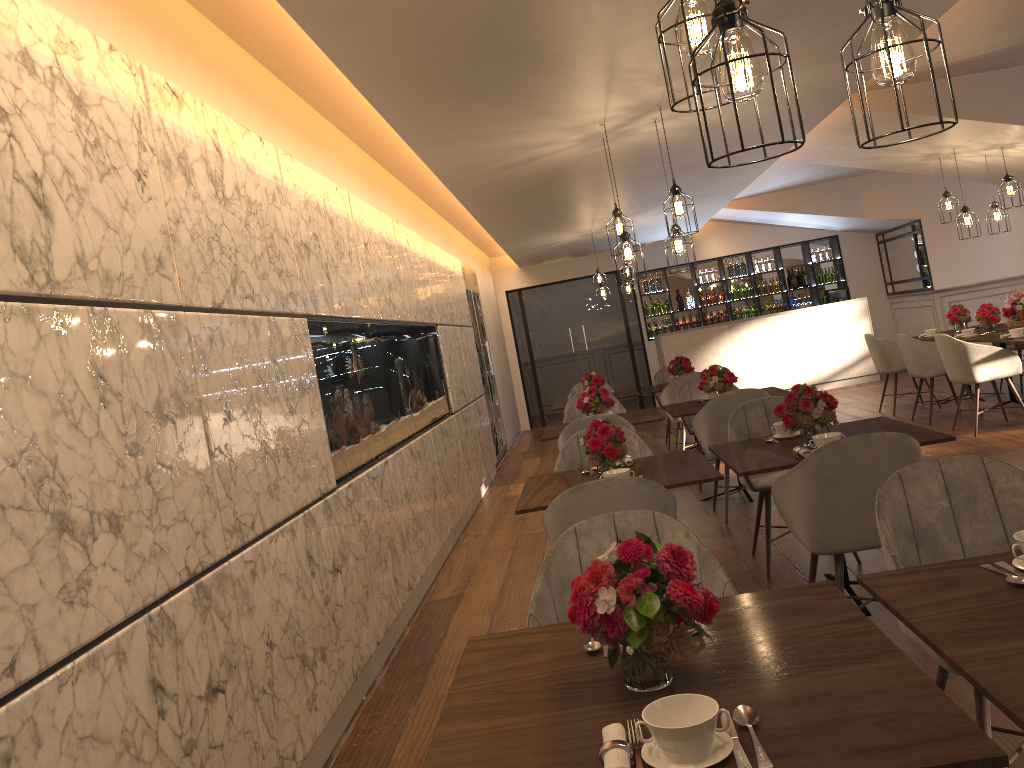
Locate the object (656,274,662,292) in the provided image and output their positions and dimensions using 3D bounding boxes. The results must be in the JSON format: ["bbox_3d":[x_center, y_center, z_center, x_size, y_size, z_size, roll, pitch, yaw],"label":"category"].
[{"bbox_3d":[2.408,-1.675,14.567,0.075,0.310,0.074,-10,-1,-39],"label":"object"}]

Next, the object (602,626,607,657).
[{"bbox_3d":[0.215,0.581,2.011,0.022,0.004,0.211,-10,2,5],"label":"object"}]

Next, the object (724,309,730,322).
[{"bbox_3d":[3.519,-1.105,14.513,0.065,0.262,0.065,-10,-1,-17],"label":"object"}]

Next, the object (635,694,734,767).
[{"bbox_3d":[0.276,0.560,1.422,0.148,0.072,0.148,-11,2,-18],"label":"object"}]

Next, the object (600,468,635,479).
[{"bbox_3d":[0.465,0.419,3.895,0.148,0.072,0.148,-11,2,-18],"label":"object"}]

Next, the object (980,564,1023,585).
[{"bbox_3d":[1.081,0.419,1.952,0.043,0.015,0.197,-10,2,1],"label":"object"}]

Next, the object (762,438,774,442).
[{"bbox_3d":[1.270,0.278,4.424,0.043,0.015,0.197,-10,2,1],"label":"object"}]

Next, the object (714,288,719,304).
[{"bbox_3d":[3.345,-1.443,14.527,0.065,0.262,0.065,-10,-1,-17],"label":"object"}]

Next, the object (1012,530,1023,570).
[{"bbox_3d":[1.188,0.369,1.964,0.148,0.072,0.148,-11,2,-18],"label":"object"}]

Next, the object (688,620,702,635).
[{"bbox_3d":[0.402,0.528,2.024,0.056,0.039,0.176,-10,2,5],"label":"object"}]

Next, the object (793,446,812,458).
[{"bbox_3d":[1.257,0.294,3.834,0.056,0.039,0.176,-10,2,5],"label":"object"}]

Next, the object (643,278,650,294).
[{"bbox_3d":[2.204,-1.638,14.583,0.075,0.310,0.075,-11,-1,30],"label":"object"}]

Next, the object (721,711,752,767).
[{"bbox_3d":[0.361,0.579,1.442,0.022,0.004,0.211,-10,2,5],"label":"object"}]

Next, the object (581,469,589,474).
[{"bbox_3d":[0.369,0.441,4.493,0.043,0.015,0.197,-10,2,1],"label":"object"}]

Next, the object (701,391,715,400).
[{"bbox_3d":[1.573,0.083,7.002,0.149,0.072,0.147,-12,2,-43],"label":"object"}]

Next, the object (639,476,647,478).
[{"bbox_3d":[0.575,0.428,3.906,0.043,0.015,0.197,-10,2,9],"label":"object"}]

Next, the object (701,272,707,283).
[{"bbox_3d":[3.141,-1.745,14.512,0.070,0.190,0.041,-10,-1,4],"label":"object"}]

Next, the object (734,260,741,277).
[{"bbox_3d":[3.676,-1.903,14.471,0.075,0.310,0.075,-11,-1,15],"label":"object"}]

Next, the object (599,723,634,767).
[{"bbox_3d":[0.168,0.597,1.430,0.056,0.039,0.176,-10,2,5],"label":"object"}]

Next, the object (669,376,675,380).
[{"bbox_3d":[1.762,-0.058,9.493,0.147,0.072,0.149,-9,2,27],"label":"object"}]

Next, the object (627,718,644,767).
[{"bbox_3d":[0.204,0.597,1.437,0.025,0.024,0.193,-10,2,5],"label":"object"}]

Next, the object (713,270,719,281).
[{"bbox_3d":[3.338,-1.780,14.497,0.070,0.190,0.041,-10,-1,4],"label":"object"}]

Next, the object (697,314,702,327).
[{"bbox_3d":[3.070,-1.024,14.547,0.065,0.262,0.065,-10,-1,-17],"label":"object"}]

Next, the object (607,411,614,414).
[{"bbox_3d":[0.786,0.242,7.062,0.056,0.039,0.176,-10,2,5],"label":"object"}]

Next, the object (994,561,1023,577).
[{"bbox_3d":[1.116,0.419,1.943,0.022,0.004,0.211,-10,2,5],"label":"object"}]

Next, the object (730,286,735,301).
[{"bbox_3d":[3.601,-1.489,14.507,0.065,0.262,0.065,-10,-1,-17],"label":"object"}]

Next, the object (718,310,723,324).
[{"bbox_3d":[3.410,-1.086,14.521,0.065,0.262,0.065,-10,-1,-17],"label":"object"}]

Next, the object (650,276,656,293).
[{"bbox_3d":[2.306,-1.656,14.575,0.075,0.310,0.075,-10,-1,-42],"label":"object"}]

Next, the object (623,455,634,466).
[{"bbox_3d":[0.591,0.388,4.496,0.056,0.039,0.176,-10,2,5],"label":"object"}]

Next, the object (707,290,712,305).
[{"bbox_3d":[3.236,-1.423,14.535,0.065,0.262,0.065,-10,-1,-17],"label":"object"}]

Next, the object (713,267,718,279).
[{"bbox_3d":[3.331,-1.816,14.497,0.069,0.209,0.040,-10,-1,4],"label":"object"}]

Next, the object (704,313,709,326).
[{"bbox_3d":[3.193,-1.047,14.538,0.065,0.262,0.065,-10,-1,-17],"label":"object"}]

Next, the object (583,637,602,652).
[{"bbox_3d":[0.180,0.581,2.021,0.043,0.015,0.197,-10,2,1],"label":"object"}]

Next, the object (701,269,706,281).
[{"bbox_3d":[3.134,-1.781,14.512,0.069,0.209,0.040,-10,-1,4],"label":"object"}]

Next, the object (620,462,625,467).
[{"bbox_3d":[0.557,0.401,4.488,0.025,0.024,0.193,-10,2,5],"label":"object"}]

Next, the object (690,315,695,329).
[{"bbox_3d":[2.962,-1.005,14.555,0.065,0.262,0.065,-10,-1,-17],"label":"object"}]

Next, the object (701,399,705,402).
[{"bbox_3d":[1.500,0.132,6.981,0.022,0.004,0.211,-10,2,5],"label":"object"}]

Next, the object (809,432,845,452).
[{"bbox_3d":[1.366,0.257,3.826,0.148,0.072,0.148,-11,2,-18],"label":"object"}]

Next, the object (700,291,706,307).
[{"bbox_3d":[3.128,-1.404,14.543,0.065,0.262,0.065,-10,-1,-17],"label":"object"}]

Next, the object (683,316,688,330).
[{"bbox_3d":[2.853,-0.985,14.564,0.065,0.262,0.065,-10,-1,-17],"label":"object"}]

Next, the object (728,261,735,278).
[{"bbox_3d":[3.574,-1.885,14.478,0.074,0.310,0.075,-11,-1,37],"label":"object"}]

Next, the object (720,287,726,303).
[{"bbox_3d":[3.453,-1.462,14.519,0.065,0.262,0.065,-10,-1,-17],"label":"object"}]

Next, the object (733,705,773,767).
[{"bbox_3d":[0.386,0.568,1.434,0.043,0.015,0.197,-10,2,9],"label":"object"}]

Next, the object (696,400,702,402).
[{"bbox_3d":[1.465,0.133,6.991,0.043,0.015,0.197,-10,2,1],"label":"object"}]

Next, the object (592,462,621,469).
[{"bbox_3d":[0.476,0.391,4.504,0.148,0.072,0.148,-11,2,-18],"label":"object"}]

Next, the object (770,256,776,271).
[{"bbox_3d":[4.242,-1.967,14.428,0.070,0.236,0.041,-10,-1,4],"label":"object"}]

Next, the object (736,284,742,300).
[{"bbox_3d":[3.709,-1.509,14.499,0.065,0.264,0.065,-10,-1,-17],"label":"object"}]

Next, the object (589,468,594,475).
[{"bbox_3d":[0.404,0.441,4.483,0.022,0.004,0.211,-10,2,5],"label":"object"}]

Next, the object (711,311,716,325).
[{"bbox_3d":[3.302,-1.066,14.530,0.065,0.262,0.065,-10,-1,-17],"label":"object"}]

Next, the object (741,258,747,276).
[{"bbox_3d":[3.778,-1.922,14.463,0.075,0.310,0.075,-11,-1,15],"label":"object"}]

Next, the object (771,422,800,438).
[{"bbox_3d":[1.377,0.229,4.436,0.148,0.072,0.148,-11,2,-18],"label":"object"}]

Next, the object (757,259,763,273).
[{"bbox_3d":[4.045,-1.931,14.443,0.070,0.236,0.041,-10,-1,4],"label":"object"}]

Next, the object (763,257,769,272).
[{"bbox_3d":[4.143,-1.949,14.436,0.070,0.236,0.041,-10,-1,4],"label":"object"}]

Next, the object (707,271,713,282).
[{"bbox_3d":[3.239,-1.763,14.505,0.070,0.190,0.041,-10,-1,4],"label":"object"}]

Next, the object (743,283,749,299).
[{"bbox_3d":[3.818,-1.529,14.491,0.065,0.264,0.065,-10,-1,-17],"label":"object"}]

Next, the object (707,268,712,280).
[{"bbox_3d":[3.233,-1.798,14.505,0.069,0.209,0.040,-10,-1,4],"label":"object"}]

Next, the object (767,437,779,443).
[{"bbox_3d":[1.305,0.278,4.415,0.022,0.004,0.211,-10,2,5],"label":"object"}]
